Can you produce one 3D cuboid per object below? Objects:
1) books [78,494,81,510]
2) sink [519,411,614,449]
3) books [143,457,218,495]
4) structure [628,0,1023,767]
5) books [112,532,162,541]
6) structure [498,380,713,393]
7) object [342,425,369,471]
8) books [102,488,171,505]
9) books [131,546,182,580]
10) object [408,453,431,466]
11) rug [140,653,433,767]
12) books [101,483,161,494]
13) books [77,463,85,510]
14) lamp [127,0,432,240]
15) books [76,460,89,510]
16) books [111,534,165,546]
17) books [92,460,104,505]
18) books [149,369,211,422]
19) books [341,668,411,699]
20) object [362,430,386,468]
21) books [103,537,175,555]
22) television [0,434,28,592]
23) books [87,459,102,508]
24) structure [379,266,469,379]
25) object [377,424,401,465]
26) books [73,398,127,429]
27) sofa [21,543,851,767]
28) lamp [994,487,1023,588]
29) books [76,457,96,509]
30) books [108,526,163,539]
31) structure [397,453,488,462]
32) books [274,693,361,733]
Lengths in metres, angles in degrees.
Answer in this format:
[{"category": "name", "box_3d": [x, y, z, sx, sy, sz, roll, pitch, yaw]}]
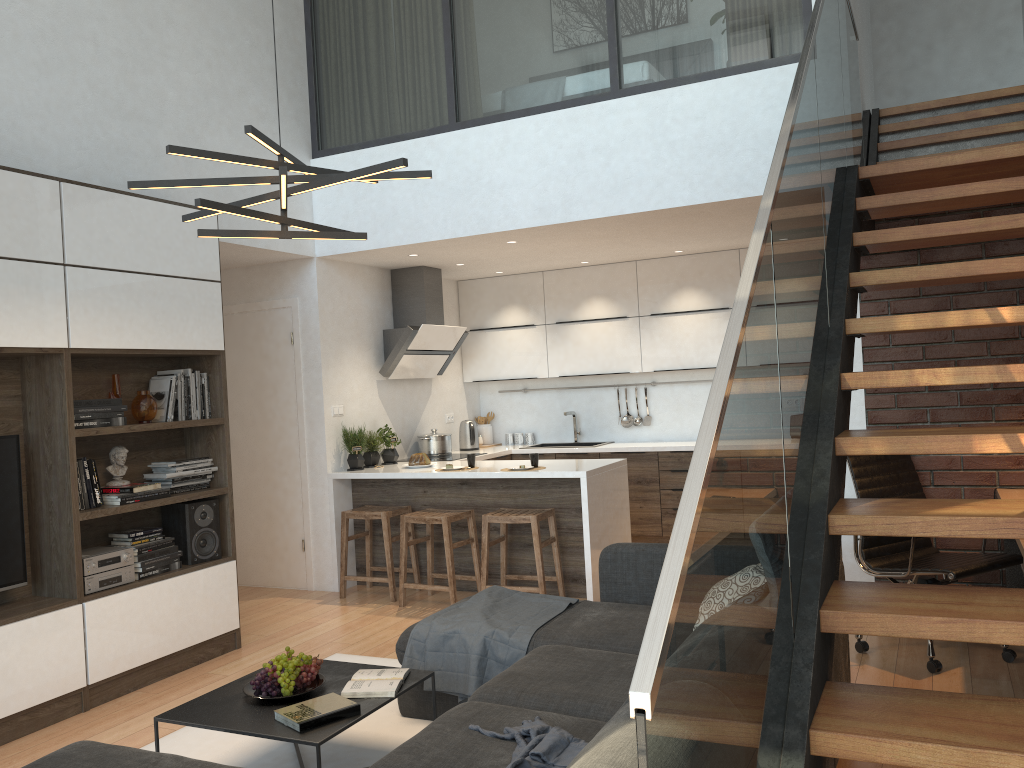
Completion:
[{"category": "books", "box_3d": [-2.172, 0.495, 4.280, 0.189, 0.240, 0.053, -3, 0, 26]}, {"category": "sink", "box_3d": [0.486, 0.508, 7.805, 0.706, 0.518, 0.512, -3, 0, 26]}, {"category": "books", "box_3d": [-1.849, 0.508, 4.917, 0.224, 0.176, 0.374, -3, 0, 25]}, {"category": "structure", "box_3d": [1.877, -0.187, 3.278, 1.289, 3.460, 5.660, -3, 0, 26]}, {"category": "books", "box_3d": [-1.970, 0.800, 4.664, 0.142, 0.015, 0.198, -3, 0, 24]}, {"category": "structure", "box_3d": [1.230, -0.001, 7.740, 3.000, 0.045, 0.050, -3, 0, 26]}, {"category": "object", "box_3d": [-1.150, 0.446, 6.481, 0.186, 0.367, 0.196, -3, 0, 26]}, {"category": "books", "box_3d": [-1.973, 0.579, 4.582, 0.250, 0.047, 0.310, -3, 0, 31]}, {"category": "books", "box_3d": [-1.933, 0.933, 4.660, 0.248, 0.123, 0.307, -3, 0, 21]}, {"category": "object", "box_3d": [-0.678, 0.554, 6.468, 0.155, 0.101, 0.161, -3, 0, 21]}, {"category": "rug", "box_3d": [-0.779, 1.452, 3.368, 1.606, 0.013, 2.496, -3, 0, 25]}, {"category": "books", "box_3d": [-1.996, 0.541, 4.602, 0.266, 0.030, 0.209, -3, 0, 19]}, {"category": "books", "box_3d": [-2.155, 0.495, 4.299, 0.170, 0.236, 0.049, -3, 0, 26]}, {"category": "lamp", "box_3d": [-0.922, -2.348, 3.219, 1.200, 3.645, 0.831, -3, 0, 36]}, {"category": "books", "box_3d": [-2.139, 0.490, 4.315, 0.169, 0.242, 0.050, -3, 0, 25]}, {"category": "books", "box_3d": [-1.966, 0.819, 4.664, 0.161, 0.023, 0.213, -3, 0, 29]}, {"category": "books", "box_3d": [-2.131, 0.494, 4.414, 0.179, 0.233, 0.077, -3, 0, 26]}, {"category": "books", "box_3d": [-1.880, 0.062, 4.948, 0.201, 0.287, 0.332, -3, 0, 26]}, {"category": "books", "box_3d": [-0.496, 1.087, 3.242, 0.199, 0.025, 0.294, -3, 0, 5]}, {"category": "object", "box_3d": [-1.052, 0.483, 6.676, 0.221, 0.283, 0.211, -3, 0, 39]}, {"category": "books", "box_3d": [-1.958, 0.851, 4.663, 0.224, 0.042, 0.277, -3, 0, 21]}, {"category": "television", "box_3d": [-2.529, 0.636, 3.543, 0.229, 0.779, 1.220, -3, 0, 26]}, {"category": "books", "box_3d": [-2.117, 0.490, 4.370, 0.177, 0.242, 0.066, -3, 0, 25]}, {"category": "structure", "box_3d": [-0.722, -0.551, 7.258, 0.407, 0.998, 0.898, -3, 0, 26]}, {"category": "object", "box_3d": [-0.962, 0.464, 6.850, 0.179, 0.311, 0.172, -3, 0, 37]}, {"category": "books", "box_3d": [-2.133, 0.149, 4.384, 0.277, 0.137, 0.343, -3, 0, 21]}, {"category": "sofa", "box_3d": [-0.207, 0.932, 2.760, 2.108, 0.995, 3.169, -3, 0, 26]}, {"category": "lamp", "box_3d": [2.574, 0.271, 3.950, 0.462, 2.003, 1.054, -3, 0, 9]}, {"category": "books", "box_3d": [-2.137, 0.485, 4.346, 0.193, 0.255, 0.066, -3, 0, 25]}, {"category": "books", "box_3d": [-1.984, 0.782, 4.673, 0.161, 0.023, 0.213, -3, 0, 29]}, {"category": "structure", "box_3d": [-0.582, 0.596, 7.216, 0.550, 0.006, 0.609, -3, 0, 26]}, {"category": "books", "box_3d": [-0.649, 1.092, 2.955, 0.225, 0.029, 0.179, -3, 0, -41]}]
